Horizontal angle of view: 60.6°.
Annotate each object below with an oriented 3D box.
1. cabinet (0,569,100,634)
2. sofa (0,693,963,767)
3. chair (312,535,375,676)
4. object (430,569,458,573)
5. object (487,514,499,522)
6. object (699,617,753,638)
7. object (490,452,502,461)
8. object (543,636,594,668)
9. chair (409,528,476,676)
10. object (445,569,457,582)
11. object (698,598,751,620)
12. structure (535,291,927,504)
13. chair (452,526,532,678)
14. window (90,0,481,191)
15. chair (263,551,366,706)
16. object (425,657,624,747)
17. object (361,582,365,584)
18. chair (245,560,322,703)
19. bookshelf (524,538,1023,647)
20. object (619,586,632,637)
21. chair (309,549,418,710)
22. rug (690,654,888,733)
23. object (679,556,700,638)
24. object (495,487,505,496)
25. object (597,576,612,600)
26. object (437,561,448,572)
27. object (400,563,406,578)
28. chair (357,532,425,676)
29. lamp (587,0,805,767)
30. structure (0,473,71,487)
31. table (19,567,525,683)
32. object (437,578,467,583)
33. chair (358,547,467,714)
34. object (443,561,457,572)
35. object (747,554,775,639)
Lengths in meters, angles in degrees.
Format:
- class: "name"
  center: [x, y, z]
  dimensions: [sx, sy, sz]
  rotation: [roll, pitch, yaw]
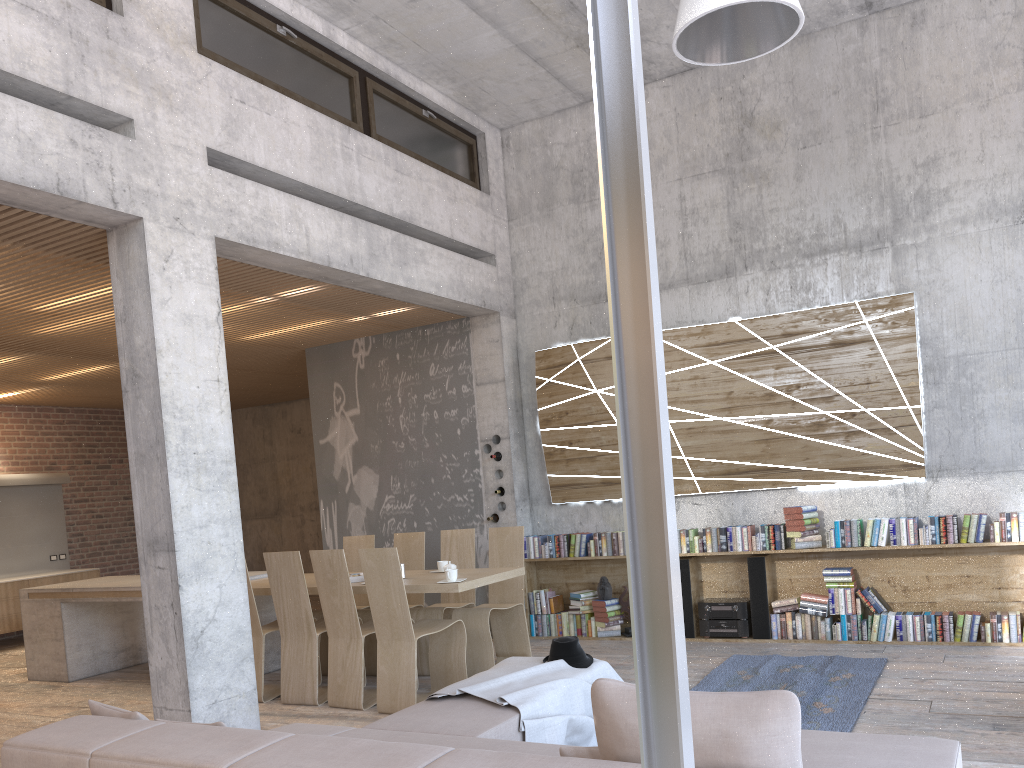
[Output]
- class: "cabinet"
  center: [-7.244, 2.154, 10.715]
  dimensions: [1.082, 2.067, 4.109]
  rotation: [-5, -4, 29]
- class: "sofa"
  center: [0.225, 1.552, 3.717]
  dimensions: [3.017, 0.784, 3.007]
  rotation: [-8, -7, 29]
- class: "chair"
  center: [-1.542, 2.007, 8.001]
  dimensions: [0.350, 1.195, 0.719]
  rotation: [-4, 0, 23]
- class: "object"
  center: [-0.563, 1.547, 7.247]
  dimensions: [0.186, 0.014, 0.185]
  rotation: [-9, -8, 32]
- class: "object"
  center: [-0.154, 1.353, 8.865]
  dimensions: [0.096, 0.095, 0.337]
  rotation: [-6, -6, 29]
- class: "object"
  center: [1.948, 2.192, 7.924]
  dimensions: [0.443, 0.164, 0.292]
  rotation: [-8, -5, 29]
- class: "object"
  center: [-0.123, 0.727, 8.799]
  dimensions: [0.091, 0.090, 0.334]
  rotation: [-6, -6, 29]
- class: "object"
  center: [0.328, 1.581, 5.186]
  dimensions: [0.303, 0.169, 0.299]
  rotation: [-6, -5, 16]
- class: "chair"
  center: [-0.591, 1.885, 7.631]
  dimensions: [0.350, 1.195, 0.718]
  rotation: [-4, 0, 24]
- class: "object"
  center: [-0.437, 1.394, 6.376]
  dimensions: [0.093, 0.088, 0.118]
  rotation: [-4, -4, -17]
- class: "object"
  center: [1.932, 2.031, 7.914]
  dimensions: [0.443, 0.161, 0.303]
  rotation: [-8, -6, 29]
- class: "structure"
  center: [1.774, 0.221, 7.846]
  dimensions: [3.434, 1.536, 0.356]
  rotation: [-8, 0, 29]
- class: "chair"
  center: [-0.173, 1.818, 7.342]
  dimensions: [0.351, 1.195, 0.718]
  rotation: [-4, 0, 29]
- class: "window"
  center: [-2.365, -2.387, 4.958]
  dimensions: [0.114, 0.606, 8.427]
  rotation: [-4, -5, 29]
- class: "chair"
  center: [-1.540, 1.887, 6.961]
  dimensions: [0.350, 1.195, 0.718]
  rotation: [-4, 0, 26]
- class: "object"
  center: [0.255, 1.839, 5.054]
  dimensions: [1.590, 0.502, 1.053]
  rotation: [1, -7, -42]
- class: "object"
  center: [-1.051, 1.534, 6.780]
  dimensions: [0.186, 0.014, 0.185]
  rotation: [-6, -7, 15]
- class: "chair"
  center: [-1.978, 1.952, 7.214]
  dimensions: [0.351, 1.195, 0.718]
  rotation: [-4, 0, 34]
- class: "bookshelf"
  center: [2.517, 1.816, 7.589]
  dimensions: [5.356, 0.804, 0.301]
  rotation: [-8, -1, 29]
- class: "object"
  center: [1.188, 2.096, 8.355]
  dimensions: [0.343, 0.569, 0.196]
  rotation: [-5, 1, -11]
- class: "chair"
  center: [-1.106, 1.821, 6.700]
  dimensions: [0.351, 1.195, 0.718]
  rotation: [-4, 0, 34]
- class: "rug"
  center: [1.610, 2.048, 5.600]
  dimensions: [1.170, 0.049, 2.914]
  rotation: [-8, -7, 28]
- class: "object"
  center: [1.625, 1.984, 8.104]
  dimensions: [0.153, 0.760, 0.271]
  rotation: [-4, 1, 29]
- class: "object"
  center: [-0.075, 1.082, 8.845]
  dimensions: [0.094, 0.093, 0.346]
  rotation: [-6, -6, 29]
- class: "object"
  center: [0.882, 1.950, 8.379]
  dimensions: [0.146, 0.229, 0.135]
  rotation: [-5, 0, 26]
- class: "object"
  center: [-0.571, 1.509, 7.253]
  dimensions: [0.093, 0.088, 0.117]
  rotation: [-4, -3, -7]
- class: "object"
  center: [-0.870, 1.476, 6.929]
  dimensions: [0.052, 0.112, 0.052]
  rotation: [-5, 0, -16]
- class: "chair"
  center: [-1.071, 1.945, 7.807]
  dimensions: [0.351, 1.195, 0.718]
  rotation: [-4, 0, 29]
- class: "lamp"
  center: [0.432, 0.036, 2.092]
  dimensions: [0.758, 3.424, 2.623]
  rotation: [-4, -1, 16]
- class: "structure"
  center: [-7.330, 1.217, 10.688]
  dimensions: [0.209, 0.156, 4.073]
  rotation: [-7, -7, 28]
- class: "table"
  center: [-2.365, 2.203, 7.915]
  dimensions: [5.221, 0.923, 1.009]
  rotation: [-8, -4, 29]
- class: "object"
  center: [-0.438, 1.438, 6.390]
  dimensions: [0.186, 0.014, 0.185]
  rotation: [-6, -7, 15]
- class: "chair"
  center: [-0.695, 1.752, 6.399]
  dimensions: [0.351, 1.195, 0.718]
  rotation: [-4, 0, 32]
- class: "object"
  center: [-0.494, 1.465, 6.983]
  dimensions: [0.089, 0.112, 0.122]
  rotation: [-5, -3, 20]
- class: "object"
  center: [2.218, 1.897, 7.773]
  dimensions: [0.153, 0.760, 0.271]
  rotation: [-4, 1, 29]
